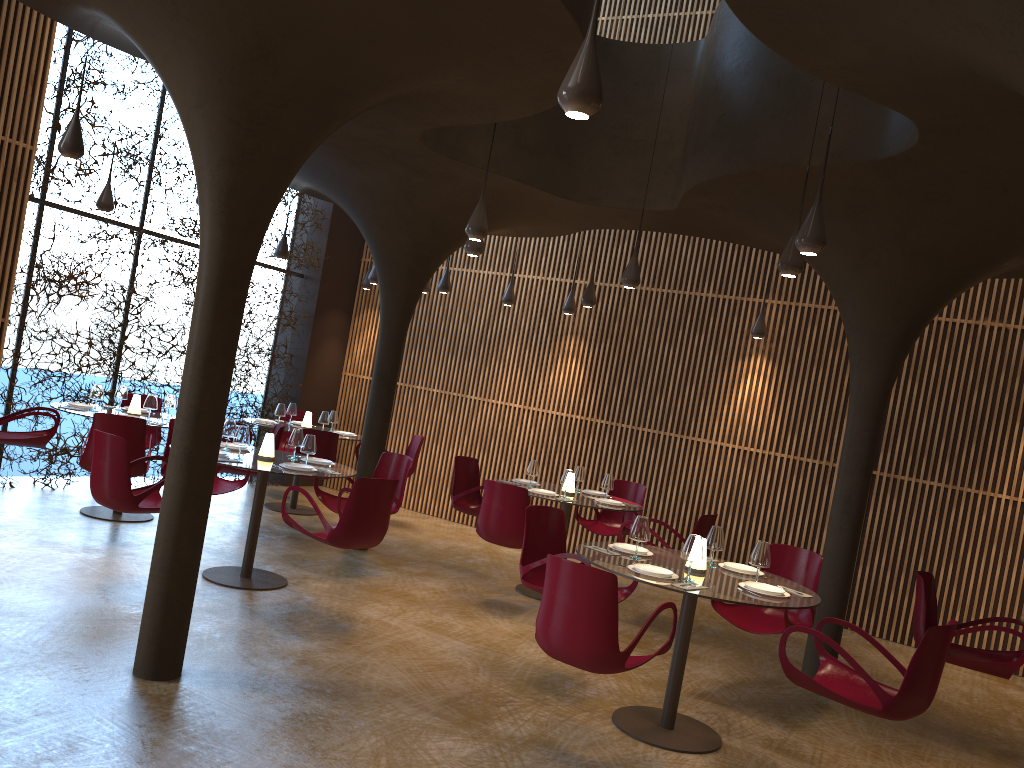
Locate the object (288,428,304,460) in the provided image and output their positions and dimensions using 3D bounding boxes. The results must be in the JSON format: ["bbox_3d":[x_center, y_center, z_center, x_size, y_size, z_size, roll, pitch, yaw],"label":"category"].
[{"bbox_3d":[-2.060,0.572,8.448,0.141,0.295,0.142,10,1,17],"label":"object"}]

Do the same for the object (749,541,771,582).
[{"bbox_3d":[1.684,1.219,6.030,0.142,0.295,0.142,10,1,4],"label":"object"}]

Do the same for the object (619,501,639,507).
[{"bbox_3d":[1.247,1.311,9.657,0.261,0.017,0.127,10,0,40],"label":"object"}]

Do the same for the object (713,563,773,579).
[{"bbox_3d":[1.678,1.361,6.480,0.410,0.012,0.205,10,0,36],"label":"object"}]

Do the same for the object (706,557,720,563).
[{"bbox_3d":[1.459,1.330,6.692,0.126,0.017,0.262,10,0,41],"label":"object"}]

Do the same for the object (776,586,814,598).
[{"bbox_3d":[1.888,1.401,5.980,0.127,0.017,0.261,10,0,-40],"label":"object"}]

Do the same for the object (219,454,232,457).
[{"bbox_3d":[-2.619,0.608,7.732,0.331,0.014,0.332,10,0,22],"label":"object"}]

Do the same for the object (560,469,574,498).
[{"bbox_3d":[0.574,1.043,9.293,0.141,0.295,0.142,10,1,22],"label":"object"}]

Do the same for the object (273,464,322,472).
[{"bbox_3d":[-1.884,0.739,7.794,0.411,0.012,0.204,10,0,-44],"label":"object"}]

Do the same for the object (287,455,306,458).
[{"bbox_3d":[-2.071,0.718,8.690,0.126,0.017,0.262,10,0,41],"label":"object"}]

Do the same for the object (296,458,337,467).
[{"bbox_3d":[-1.852,0.749,8.478,0.410,0.012,0.205,10,0,36],"label":"object"}]

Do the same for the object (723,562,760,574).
[{"bbox_3d":[1.676,1.350,6.483,0.262,0.029,0.263,10,0,31],"label":"object"}]

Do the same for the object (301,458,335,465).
[{"bbox_3d":[-1.855,0.747,8.480,0.331,0.014,0.332,10,0,12],"label":"object"}]

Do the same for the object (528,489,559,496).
[{"bbox_3d":[0.327,1.138,9.243,0.331,0.014,0.332,10,0,19],"label":"object"}]

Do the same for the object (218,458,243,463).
[{"bbox_3d":[-2.422,0.648,7.508,0.126,0.017,0.262,10,0,45],"label":"object"}]

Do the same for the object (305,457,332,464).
[{"bbox_3d":[-1.854,0.738,8.480,0.262,0.029,0.263,10,0,31],"label":"object"}]

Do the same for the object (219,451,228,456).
[{"bbox_3d":[-2.617,0.598,7.732,0.262,0.029,0.263,10,0,38],"label":"object"}]

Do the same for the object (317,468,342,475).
[{"bbox_3d":[-1.642,0.789,7.977,0.127,0.017,0.261,10,0,-40],"label":"object"}]

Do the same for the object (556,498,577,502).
[{"bbox_3d":[0.559,1.185,9.057,0.126,0.017,0.262,10,0,35],"label":"object"}]

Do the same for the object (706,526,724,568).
[{"bbox_3d":[1.470,1.184,6.451,0.142,0.295,0.141,10,1,-28],"label":"object"}]

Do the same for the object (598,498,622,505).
[{"bbox_3d":[1.045,1.256,9.437,0.263,0.029,0.263,10,0,8],"label":"object"}]

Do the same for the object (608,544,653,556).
[{"bbox_3d":[0.866,1.216,6.478,0.332,0.014,0.331,10,0,-34],"label":"object"}]

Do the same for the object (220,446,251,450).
[{"bbox_3d":[-2.664,0.604,8.475,0.332,0.014,0.331,10,0,-34],"label":"object"}]

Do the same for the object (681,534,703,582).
[{"bbox_3d":[1.164,1.125,5.745,0.141,0.295,0.142,10,1,21],"label":"object"}]

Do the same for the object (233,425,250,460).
[{"bbox_3d":[-2.366,0.513,7.742,0.141,0.295,0.142,10,1,21],"label":"object"}]

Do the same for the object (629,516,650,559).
[{"bbox_3d":[0.895,1.081,6.242,0.142,0.295,0.141,10,1,-22],"label":"object"}]

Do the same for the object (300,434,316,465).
[{"bbox_3d":[-1.846,0.607,8.027,0.142,0.295,0.142,10,1,4],"label":"object"}]

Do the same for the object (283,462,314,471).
[{"bbox_3d":[-1.879,0.729,7.797,0.263,0.029,0.262,10,0,-36],"label":"object"}]

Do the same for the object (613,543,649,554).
[{"bbox_3d":[0.868,1.207,6.478,0.262,0.029,0.263,10,0,37],"label":"object"}]

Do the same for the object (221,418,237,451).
[{"bbox_3d":[-2.635,0.469,8.239,0.142,0.295,0.141,10,1,-22],"label":"object"}]

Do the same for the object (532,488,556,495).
[{"bbox_3d":[0.328,1.128,9.243,0.262,0.029,0.263,10,0,35],"label":"object"}]

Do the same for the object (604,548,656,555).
[{"bbox_3d":[0.869,1.218,6.482,0.204,0.012,0.411,10,0,42],"label":"object"}]

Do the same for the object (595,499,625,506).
[{"bbox_3d":[1.043,1.266,9.437,0.332,0.014,0.331,10,0,-37],"label":"object"}]

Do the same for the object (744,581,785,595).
[{"bbox_3d":[1.651,1.341,5.800,0.262,0.029,0.263,10,0,37],"label":"object"}]

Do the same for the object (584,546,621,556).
[{"bbox_3d":[0.637,1.182,6.282,0.127,0.017,0.261,10,0,-44],"label":"object"}]

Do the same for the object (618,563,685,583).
[{"bbox_3d":[0.907,1.220,5.738,0.409,0.012,0.205,10,0,41],"label":"object"}]

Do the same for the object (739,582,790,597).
[{"bbox_3d":[1.649,1.351,5.800,0.332,0.014,0.331,10,0,-27],"label":"object"}]

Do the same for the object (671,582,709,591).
[{"bbox_3d":[1.108,1.260,5.511,0.126,0.017,0.262,10,0,45],"label":"object"}]

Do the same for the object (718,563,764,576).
[{"bbox_3d":[1.674,1.359,6.483,0.331,0.014,0.332,10,0,12],"label":"object"}]

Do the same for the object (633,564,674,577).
[{"bbox_3d":[0.913,1.210,5.735,0.263,0.029,0.262,10,0,-42],"label":"object"}]

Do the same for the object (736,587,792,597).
[{"bbox_3d":[1.646,1.351,5.796,0.411,0.012,0.204,10,0,-44],"label":"object"}]

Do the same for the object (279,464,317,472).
[{"bbox_3d":[-1.881,0.739,7.797,0.332,0.014,0.331,10,0,-30],"label":"object"}]

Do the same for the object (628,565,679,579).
[{"bbox_3d":[0.911,1.220,5.735,0.331,0.014,0.332,10,0,19],"label":"object"}]

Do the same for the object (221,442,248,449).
[{"bbox_3d":[-2.662,0.595,8.475,0.262,0.029,0.263,10,0,30],"label":"object"}]

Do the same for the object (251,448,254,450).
[{"bbox_3d":[-2.661,0.606,8.479,0.204,0.012,0.411,10,0,42],"label":"object"}]
